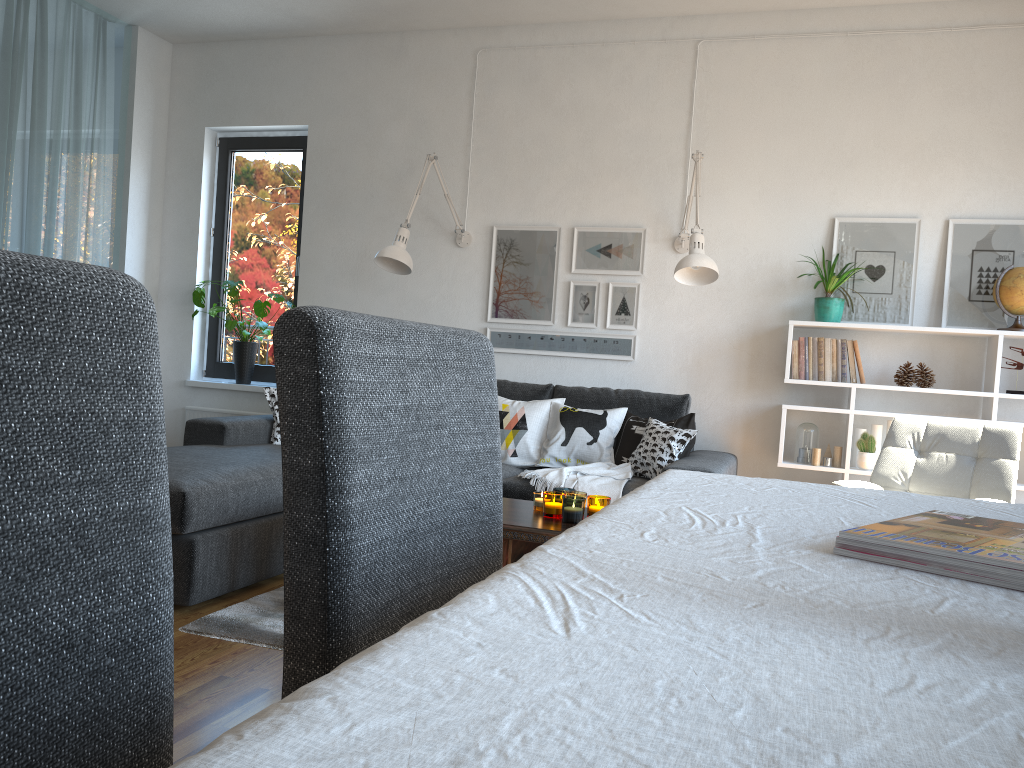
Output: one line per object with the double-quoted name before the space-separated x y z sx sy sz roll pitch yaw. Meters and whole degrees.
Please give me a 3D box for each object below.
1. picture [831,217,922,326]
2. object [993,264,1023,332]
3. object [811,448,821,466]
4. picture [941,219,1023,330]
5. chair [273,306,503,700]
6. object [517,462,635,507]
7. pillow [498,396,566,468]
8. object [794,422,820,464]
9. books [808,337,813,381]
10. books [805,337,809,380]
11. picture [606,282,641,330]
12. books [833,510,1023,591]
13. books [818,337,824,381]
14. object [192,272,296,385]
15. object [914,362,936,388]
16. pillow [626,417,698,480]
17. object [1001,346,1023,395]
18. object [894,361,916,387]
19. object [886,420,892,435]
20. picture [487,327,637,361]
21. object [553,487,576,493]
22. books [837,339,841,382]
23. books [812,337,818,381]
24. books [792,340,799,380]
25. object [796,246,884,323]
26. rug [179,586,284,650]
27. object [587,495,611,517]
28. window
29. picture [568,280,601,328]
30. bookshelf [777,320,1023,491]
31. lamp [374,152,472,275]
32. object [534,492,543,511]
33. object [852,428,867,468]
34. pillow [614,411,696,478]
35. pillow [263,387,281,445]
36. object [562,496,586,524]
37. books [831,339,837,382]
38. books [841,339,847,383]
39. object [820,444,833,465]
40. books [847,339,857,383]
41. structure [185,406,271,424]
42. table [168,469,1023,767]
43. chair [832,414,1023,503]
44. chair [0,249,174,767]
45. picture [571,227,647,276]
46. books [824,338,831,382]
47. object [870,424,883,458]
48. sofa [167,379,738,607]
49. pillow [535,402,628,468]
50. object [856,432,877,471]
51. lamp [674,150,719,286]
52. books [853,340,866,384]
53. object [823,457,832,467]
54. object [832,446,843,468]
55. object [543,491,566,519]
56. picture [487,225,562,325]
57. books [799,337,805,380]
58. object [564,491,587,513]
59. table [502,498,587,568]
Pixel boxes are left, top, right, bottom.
"picture" 1.750 -0.540 4.291 0.390 0.532 0.059 5 2 18
"object" 2.288 -0.382 4.000 0.216 0.305 0.216 5 2 35
"object" 1.439 0.344 4.256 0.079 0.084 0.176 4 1 -14
"picture" 2.233 -0.503 4.134 0.390 0.532 0.059 5 2 18
"chair" 0.033 0.411 1.084 0.544 0.960 0.461 5 2 23
"object" 0.276 0.450 3.877 0.488 0.212 0.606 4 1 14
"pillow" 0.011 0.239 4.374 0.436 0.368 0.285 4 2 18
"object" 1.431 0.286 4.302 0.108 0.197 0.108 5 2 29
"books" 1.436 -0.119 4.268 0.035 0.209 0.129 5 2 18
"books" 1.421 -0.118 4.275 0.033 0.210 0.136 5 2 19
"picture" 0.591 -0.413 4.696 0.166 0.248 0.021 5 2 18
"books" 0.452 0.153 0.826 0.204 0.022 0.278 5 1 45
"books" 1.481 -0.116 4.250 0.044 0.210 0.133 5 2 19
"object" -1.647 -0.334 5.341 0.657 0.675 0.447 4 2 9
"object" 1.920 -0.039 4.126 0.101 0.125 0.096 5 2 33
"pillow" 0.667 0.315 3.989 0.169 0.312 0.357 3 2 -31
"object" 2.261 -0.062 4.022 0.134 0.217 0.066 5 2 33
"object" 1.845 -0.046 4.154 0.095 0.127 0.102 3 2 -26
"object" 1.803 0.293 4.220 0.051 0.238 0.051 5 2 36
"picture" 0.258 -0.220 4.807 0.837 0.136 0.021 4 2 18
"object" 0.180 0.407 3.095 0.079 0.081 0.079 4 1 13
"books" 1.557 -0.107 4.231 0.035 0.204 0.131 5 2 18
"books" 1.457 -0.117 4.262 0.044 0.209 0.136 5 2 18
"books" 1.371 -0.115 4.284 0.047 0.191 0.124 5 2 18
"object" 1.550 -0.472 4.246 0.424 0.372 0.387 4 1 5
"rug" -0.048 0.843 3.056 1.812 0.034 1.052 4 1 17
"object" 0.288 0.416 2.958 0.079 0.081 0.079 4 1 13
"window" -2.740 1.095 19.377 13.969 18.379 24.377 5 1 24
"picture" 0.389 -0.428 4.762 0.166 0.248 0.021 5 2 18
"bookshelf" 1.868 0.341 4.141 1.189 1.201 0.237 4 2 18
"lamp" -0.464 -0.892 4.698 0.200 0.670 0.698 5 2 27
"object" 0.103 0.411 3.102 0.060 0.061 0.060 5 2 23
"object" 1.668 0.308 4.259 0.051 0.188 0.051 5 2 24
"pillow" 0.671 0.296 4.177 0.449 0.358 0.234 5 2 44
"pillow" -1.113 0.174 4.576 0.334 0.320 0.160 3 2 -36
"object" 0.200 0.411 2.900 0.079 0.081 0.079 4 1 13
"books" 1.536 -0.111 4.237 0.044 0.209 0.133 5 2 18
"books" 1.579 -0.108 4.225 0.044 0.208 0.133 5 2 19
"object" 1.520 0.337 4.264 0.062 0.108 0.062 5 2 18
"books" 1.613 -0.106 4.214 0.061 0.211 0.128 5 2 19
"structure" -1.647 0.394 5.396 0.817 0.460 0.076 4 2 15
"table" 0.415 0.545 0.577 1.235 0.763 1.856 4 1 19
"chair" 1.543 0.543 3.325 0.545 0.832 0.685 5 2 43
"chair" -0.186 0.406 0.415 0.544 0.960 0.461 5 2 18
"picture" 0.516 -0.707 4.718 0.390 0.248 0.021 4 2 18
"books" 1.510 -0.113 4.247 0.048 0.208 0.135 5 2 18
"object" 1.736 0.300 4.238 0.051 0.213 0.051 5 2 24
"sofa" -0.389 0.391 3.828 2.507 0.848 2.163 4 1 18
"pillow" 0.336 0.259 4.261 0.382 0.318 0.265 4 2 18
"object" 1.656 0.316 4.133 0.088 0.173 0.087 5 2 34
"lamp" 0.894 -0.788 4.254 0.200 0.670 0.698 4 1 9
"books" 1.643 -0.103 4.200 0.070 0.204 0.132 5 2 19
"object" 1.491 0.369 4.188 0.040 0.044 0.040 5 2 44
"object" 1.538 0.344 4.191 0.039 0.099 0.039 4 2 14
"object" 0.140 0.406 2.975 0.079 0.081 0.079 4 1 13
"picture" 0.067 -0.598 4.862 0.390 0.534 0.013 5 2 18
"books" 1.399 -0.121 4.280 0.043 0.205 0.129 5 2 18
"object" 0.214 0.410 3.024 0.079 0.081 0.079 4 1 13
"table" -0.111 0.632 3.090 1.179 0.409 0.570 4 1 18
